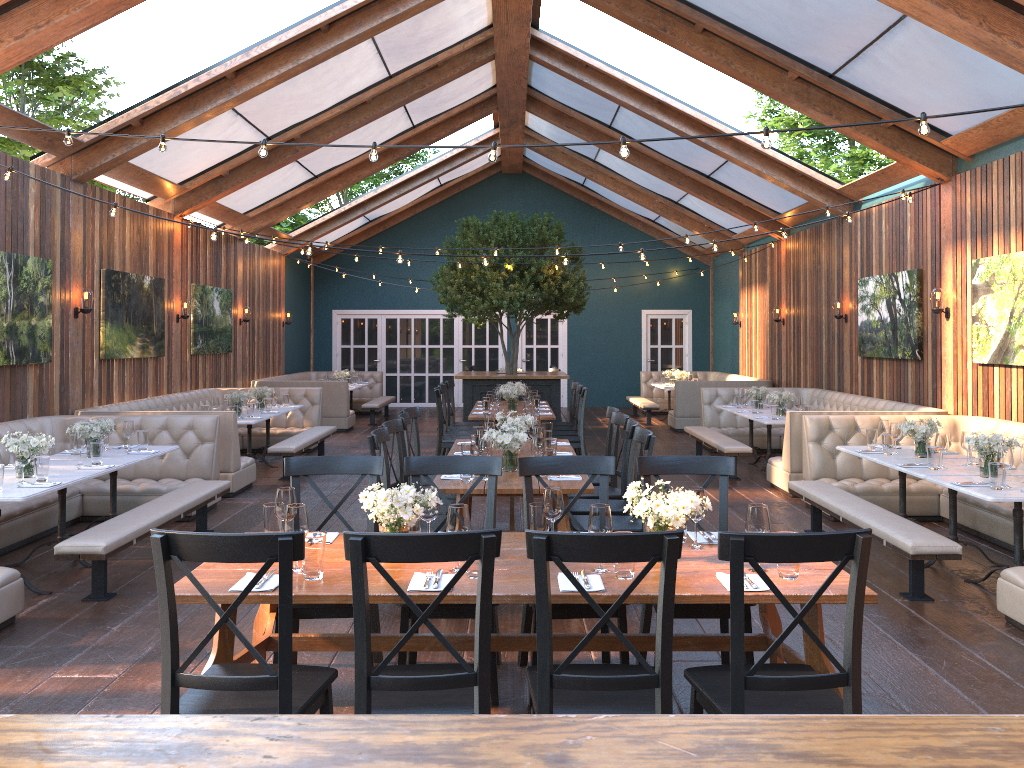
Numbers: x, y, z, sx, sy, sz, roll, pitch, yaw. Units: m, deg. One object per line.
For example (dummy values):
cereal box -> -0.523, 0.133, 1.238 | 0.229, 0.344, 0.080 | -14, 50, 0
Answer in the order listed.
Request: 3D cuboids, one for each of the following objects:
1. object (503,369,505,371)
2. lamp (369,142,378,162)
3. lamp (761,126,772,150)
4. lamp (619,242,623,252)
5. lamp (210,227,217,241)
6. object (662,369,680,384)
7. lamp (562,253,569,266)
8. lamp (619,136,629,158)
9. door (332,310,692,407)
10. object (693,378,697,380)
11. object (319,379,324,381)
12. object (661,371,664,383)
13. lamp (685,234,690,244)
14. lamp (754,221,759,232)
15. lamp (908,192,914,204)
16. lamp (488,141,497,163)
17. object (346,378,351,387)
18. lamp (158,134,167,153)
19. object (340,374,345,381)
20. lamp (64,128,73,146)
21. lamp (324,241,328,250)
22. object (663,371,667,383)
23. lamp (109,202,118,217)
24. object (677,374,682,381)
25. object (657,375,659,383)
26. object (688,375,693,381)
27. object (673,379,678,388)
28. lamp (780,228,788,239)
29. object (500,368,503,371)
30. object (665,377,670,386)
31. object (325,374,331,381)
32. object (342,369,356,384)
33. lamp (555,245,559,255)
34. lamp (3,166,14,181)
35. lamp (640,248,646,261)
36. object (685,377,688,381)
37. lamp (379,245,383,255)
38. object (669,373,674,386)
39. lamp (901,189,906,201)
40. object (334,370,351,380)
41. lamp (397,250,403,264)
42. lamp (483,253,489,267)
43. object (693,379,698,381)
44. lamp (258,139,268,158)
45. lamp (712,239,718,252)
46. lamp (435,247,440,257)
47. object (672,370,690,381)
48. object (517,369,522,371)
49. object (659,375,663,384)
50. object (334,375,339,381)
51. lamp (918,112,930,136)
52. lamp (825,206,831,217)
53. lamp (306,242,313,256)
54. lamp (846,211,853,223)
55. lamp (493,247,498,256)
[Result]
object -> -0.142, -0.166, 17.120 | 0.092, 0.245, 0.092 | 0, 0, 42
lamp -> -0.837, -1.403, 5.347 | 0.056, 0.121, 0.056 | 0, 0, 15
lamp -> 1.349, -1.302, 4.690 | 0.056, 0.119, 0.059 | 0, 0, -20
lamp -> 1.261, -1.590, 10.271 | 0.067, 0.117, 0.056 | 0, 0, -37
lamp -> -2.408, -1.212, 7.144 | 0.056, 0.120, 0.056 | 0, 0, -3
object -> 3.147, -0.156, 17.413 | 0.336, 0.310, 0.329 | -1, 2, -35
lamp -> 0.489, -1.139, 8.080 | 0.056, 0.120, 0.056 | 0, 0, 19
lamp -> 0.623, -1.311, 4.905 | 0.056, 0.121, 0.056 | 0, 0, -32
door -> 0.005, -0.581, 20.147 | 8.171, 2.212, 0.174 | 0, -1, 0
object -> 3.365, -0.020, 16.270 | 0.092, 0.158, 0.092 | 0, 0, -14
object -> -3.440, -0.004, 15.962 | 0.092, 0.158, 0.092 | 0, 0, -14
object -> 3.055, -0.147, 17.851 | 0.092, 0.245, 0.092 | 0, 0, 42
lamp -> 1.988, -1.643, 10.021 | 0.056, 0.121, 0.056 | 0, 0, 21
lamp -> 2.701, -1.744, 9.797 | 0.063, 0.119, 0.056 | 0, 0, -7
lamp -> 4.088, -1.910, 9.076 | 0.062, 0.119, 0.056 | 0, 0, -17
lamp -> -0.113, -1.344, 5.130 | 0.057, 0.120, 0.056 | 0, 0, -6
object -> -3.016, -0.021, 16.281 | 0.092, 0.158, 0.092 | 0, 0, -14
lamp -> -2.284, -1.575, 5.796 | 0.056, 0.114, 0.075 | 0, 0, -44
object -> -3.113, -0.060, 16.217 | 0.092, 0.245, 0.092 | 0, 0, -42
lamp -> -3.015, -1.676, 6.006 | 0.056, 0.114, 0.075 | 0, 0, -2
lamp -> -2.383, -1.771, 11.340 | 0.056, 0.121, 0.056 | 0, 0, 12
object -> 3.042, -0.135, 17.610 | 0.092, 0.245, 0.092 | 0, 0, 42
lamp -> -3.114, -1.362, 6.907 | 0.056, 0.119, 0.059 | 0, 0, 31
object -> 3.037, -0.051, 16.040 | 0.092, 0.245, 0.092 | 0, 0, -42
object -> 2.990, -0.109, 17.939 | 0.092, 0.158, 0.092 | 0, 0, -14
object -> 3.227, -0.047, 15.976 | 0.092, 0.245, 0.092 | 0, 0, -42
object -> 2.950, -0.004, 15.974 | 0.092, 0.158, 0.092 | 0, 0, -14
lamp -> 2.673, -1.480, 8.690 | 0.071, 0.116, 0.056 | 0, 0, 22
object -> -0.191, -0.197, 17.693 | 0.092, 0.245, 0.092 | 0, 0, 42
object -> 2.946, -0.047, 16.771 | 0.092, 0.158, 0.092 | 0, 0, -14
object -> -3.337, -0.051, 16.050 | 0.092, 0.245, 0.092 | 0, 0, -42
object -> -3.228, -0.156, 17.413 | 0.336, 0.310, 0.329 | -1, 2, -35
lamp -> 0.534, -1.583, 10.478 | 0.056, 0.121, 0.056 | 0, 0, 15
lamp -> -3.794, -1.586, 6.660 | 0.068, 0.117, 0.056 | 0, 0, 7
lamp -> 1.223, -1.212, 8.281 | 0.056, 0.121, 0.056 | 0, 0, -13
object -> 3.365, -0.060, 17.021 | 0.092, 0.158, 0.092 | 0, 0, -14
lamp -> -1.653, -1.688, 11.131 | 0.056, 0.121, 0.056 | 0, 0, 9
object -> 3.034, -0.093, 16.836 | 0.092, 0.245, 0.092 | 0, 0, -42
lamp -> 4.109, -1.987, 9.294 | 0.056, 0.121, 0.056 | 0, 0, 22
object -> -3.214, -0.112, 16.581 | 0.336, 0.310, 0.329 | 1, 2, 42
lamp -> -0.965, -1.094, 7.622 | 0.056, 0.121, 0.056 | 0, 0, -1
lamp -> -0.232, -1.099, 7.844 | 0.056, 0.120, 0.056 | 0, 0, 6
object -> 3.292, 0.000, 15.887 | 0.092, 0.158, 0.092 | 0, 0, -14
lamp -> -1.562, -1.481, 5.552 | 0.056, 0.121, 0.056 | 0, 0, -24
lamp -> 1.951, -1.326, 8.488 | 0.056, 0.121, 0.056 | 0, 0, 28
lamp -> -0.919, -1.632, 10.922 | 0.056, 0.121, 0.056 | 0, 0, 41
object -> 3.162, -0.112, 16.581 | 0.336, 0.310, 0.329 | 1, 2, 42
object -> 0.038, -0.163, 16.452 | 0.329, 0.310, 0.336 | 0, 1, 15
object -> 2.954, -0.088, 17.544 | 0.092, 0.158, 0.092 | 0, 0, -14
object -> -3.172, -0.047, 15.978 | 0.092, 0.245, 0.092 | 0, 0, -42
lamp -> 2.074, -1.308, 4.453 | 0.056, 0.121, 0.056 | 0, 0, 34
lamp -> 3.410, -1.863, 9.540 | 0.056, 0.120, 0.056 | 0, 0, 43
lamp -> -1.695, -1.128, 7.388 | 0.056, 0.120, 0.056 | 0, 0, -40
lamp -> 3.387, -1.674, 8.883 | 0.060, 0.119, 0.056 | 0, 0, 22
lamp -> -0.197, -1.599, 10.698 | 0.056, 0.121, 0.056 | 0, 0, -25
